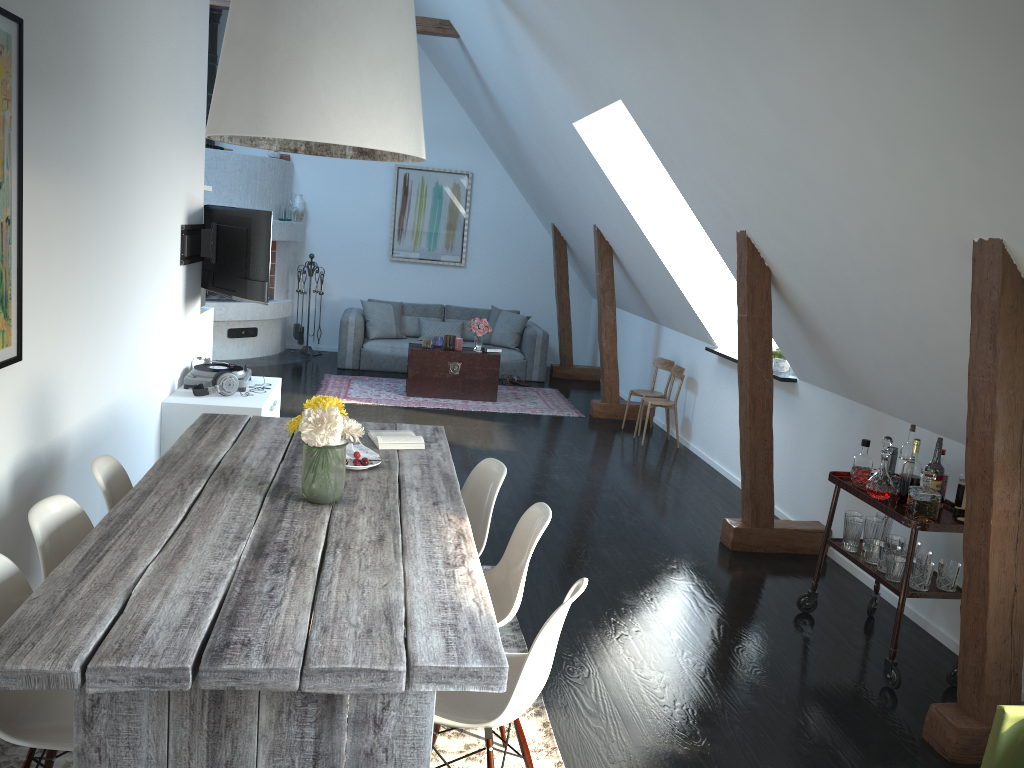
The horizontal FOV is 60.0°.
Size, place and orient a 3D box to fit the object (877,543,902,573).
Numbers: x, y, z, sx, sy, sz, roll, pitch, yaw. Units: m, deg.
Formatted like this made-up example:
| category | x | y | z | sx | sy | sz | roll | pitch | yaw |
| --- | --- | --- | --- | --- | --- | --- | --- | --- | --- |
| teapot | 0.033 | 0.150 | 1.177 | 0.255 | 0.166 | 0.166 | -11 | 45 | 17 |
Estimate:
| category | x | y | z | sx | sy | sz | roll | pitch | yaw |
| --- | --- | --- | --- | --- | --- | --- | --- | --- | --- |
| object | 1.681 | 0.780 | 3.962 | 0.095 | 0.119 | 0.095 | 14 | 13 | 42 |

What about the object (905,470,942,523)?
| category | x | y | z | sx | sy | sz | roll | pitch | yaw |
| --- | --- | --- | --- | --- | --- | --- | --- | --- | --- |
| object | 1.718 | 0.470 | 3.693 | 0.101 | 0.211 | 0.101 | 6 | 10 | 6 |

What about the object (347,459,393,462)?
| category | x | y | z | sx | sy | sz | roll | pitch | yaw |
| --- | --- | --- | --- | --- | --- | --- | --- | --- | --- |
| object | -0.565 | 0.301 | 3.515 | 0.194 | 0.022 | 0.019 | 6 | 10 | 6 |

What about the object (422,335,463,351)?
| category | x | y | z | sx | sy | sz | roll | pitch | yaw |
| --- | --- | --- | --- | --- | --- | --- | --- | --- | --- |
| object | -0.705 | -0.438 | 9.109 | 0.413 | 0.138 | 0.215 | 6 | 10 | 3 |

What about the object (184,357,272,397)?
| category | x | y | z | sx | sy | sz | roll | pitch | yaw |
| --- | --- | --- | --- | --- | --- | --- | --- | --- | --- |
| object | -1.938 | -0.051 | 6.074 | 0.558 | 0.162 | 0.742 | 3 | 10 | -11 |

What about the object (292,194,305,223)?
| category | x | y | z | sx | sy | sz | roll | pitch | yaw |
| --- | --- | --- | --- | --- | --- | --- | --- | --- | --- |
| object | -2.621 | -2.142 | 10.874 | 0.165 | 0.368 | 0.165 | -2 | 12 | -36 |

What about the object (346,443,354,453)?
| category | x | y | z | sx | sy | sz | roll | pitch | yaw |
| --- | --- | --- | --- | --- | --- | --- | --- | --- | --- |
| object | -0.749 | 0.269 | 3.679 | 0.182 | 0.016 | 0.179 | 3 | 10 | -14 |

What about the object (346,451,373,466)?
| category | x | y | z | sx | sy | sz | roll | pitch | yaw |
| --- | --- | --- | --- | --- | --- | --- | --- | --- | --- |
| object | -0.630 | 0.298 | 3.489 | 0.132 | 0.034 | 0.144 | -2 | 12 | -36 |

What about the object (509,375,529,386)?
| category | x | y | z | sx | sy | sz | roll | pitch | yaw |
| --- | --- | --- | --- | --- | --- | --- | --- | --- | --- |
| object | 0.090 | -0.044 | 10.244 | 0.277 | 0.090 | 0.101 | 13 | 12 | 37 |

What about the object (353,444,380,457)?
| category | x | y | z | sx | sy | sz | roll | pitch | yaw |
| --- | --- | --- | --- | --- | --- | --- | --- | --- | --- |
| object | -0.664 | 0.278 | 3.676 | 0.182 | 0.014 | 0.185 | -2 | 12 | -34 |

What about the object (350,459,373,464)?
| category | x | y | z | sx | sy | sz | roll | pitch | yaw |
| --- | --- | --- | --- | --- | --- | --- | --- | --- | --- |
| object | -0.603 | 0.306 | 3.506 | 0.110 | 0.011 | 0.058 | 4 | 10 | -5 |

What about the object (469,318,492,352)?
| category | x | y | z | sx | sy | sz | roll | pitch | yaw |
| --- | --- | --- | --- | --- | --- | --- | --- | --- | --- |
| object | -0.341 | -0.515 | 9.113 | 0.235 | 0.351 | 0.234 | 14 | 13 | 40 |

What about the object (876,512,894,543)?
| category | x | y | z | sx | sy | sz | roll | pitch | yaw |
| --- | --- | --- | --- | --- | --- | --- | --- | --- | --- |
| object | 1.807 | 0.711 | 4.321 | 0.087 | 0.155 | 0.087 | -2 | 12 | -36 |

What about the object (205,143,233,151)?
| category | x | y | z | sx | sy | sz | roll | pitch | yaw |
| --- | --- | --- | --- | --- | --- | --- | --- | --- | --- |
| object | -3.429 | -2.617 | 9.639 | 0.783 | 0.094 | 0.311 | 1 | 11 | -23 |

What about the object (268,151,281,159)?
| category | x | y | z | sx | sy | sz | roll | pitch | yaw |
| --- | --- | --- | --- | --- | --- | --- | --- | --- | --- |
| object | -2.816 | -2.781 | 10.510 | 0.066 | 0.221 | 0.231 | 9 | 11 | 21 |

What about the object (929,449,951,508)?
| category | x | y | z | sx | sy | sz | roll | pitch | yaw |
| --- | --- | --- | --- | --- | --- | --- | --- | --- | --- |
| object | 1.905 | 0.418 | 3.970 | 0.067 | 0.257 | 0.099 | 5 | 10 | -4 |

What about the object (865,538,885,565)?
| category | x | y | z | sx | sy | sz | roll | pitch | yaw |
| --- | --- | --- | --- | --- | --- | --- | --- | --- | --- |
| object | 1.659 | 0.770 | 4.067 | 0.092 | 0.099 | 0.092 | -1 | 12 | -31 |

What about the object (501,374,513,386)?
| category | x | y | z | sx | sy | sz | roll | pitch | yaw |
| --- | --- | --- | --- | --- | --- | --- | --- | --- | --- |
| object | -0.061 | -0.048 | 10.187 | 0.101 | 0.090 | 0.277 | 2 | 11 | -20 |

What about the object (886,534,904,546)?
| category | x | y | z | sx | sy | sz | roll | pitch | yaw |
| --- | --- | --- | --- | --- | --- | --- | --- | --- | --- |
| object | 1.793 | 0.767 | 4.158 | 0.092 | 0.099 | 0.092 | -1 | 12 | -31 |

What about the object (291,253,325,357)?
| category | x | y | z | sx | sy | sz | roll | pitch | yaw |
| --- | --- | --- | --- | --- | --- | --- | --- | --- | --- |
| object | -2.495 | -0.981 | 10.917 | 0.376 | 1.245 | 0.376 | 0 | 11 | -28 |

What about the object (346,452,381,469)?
| category | x | y | z | sx | sy | sz | roll | pitch | yaw |
| --- | --- | --- | --- | --- | --- | --- | --- | --- | --- |
| object | -0.620 | 0.309 | 3.503 | 0.205 | 0.024 | 0.205 | 2 | 10 | -17 |

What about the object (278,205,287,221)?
| category | x | y | z | sx | sy | sz | roll | pitch | yaw |
| --- | --- | --- | --- | --- | --- | --- | --- | --- | --- |
| object | -2.687 | -2.003 | 10.396 | 0.092 | 0.180 | 0.092 | 9 | 10 | 19 |

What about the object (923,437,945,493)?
| category | x | y | z | sx | sy | sz | roll | pitch | yaw |
| --- | --- | --- | --- | --- | --- | --- | --- | --- | --- |
| object | 1.833 | 0.394 | 3.853 | 0.080 | 0.329 | 0.080 | 2 | 10 | -18 |

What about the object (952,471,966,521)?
| category | x | y | z | sx | sy | sz | roll | pitch | yaw |
| --- | --- | --- | --- | --- | --- | --- | --- | --- | --- |
| object | 1.948 | 0.429 | 3.782 | 0.081 | 0.308 | 0.081 | 2 | 10 | -17 |

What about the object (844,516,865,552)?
| category | x | y | z | sx | sy | sz | roll | pitch | yaw |
| --- | --- | --- | --- | --- | --- | --- | --- | --- | --- |
| object | 1.617 | 0.714 | 4.205 | 0.087 | 0.155 | 0.087 | -2 | 12 | -36 |

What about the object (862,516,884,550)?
| category | x | y | z | sx | sy | sz | roll | pitch | yaw |
| --- | --- | --- | --- | --- | --- | --- | --- | --- | --- |
| object | 1.717 | 0.718 | 4.233 | 0.087 | 0.155 | 0.087 | -2 | 12 | -36 |

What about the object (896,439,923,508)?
| category | x | y | z | sx | sy | sz | roll | pitch | yaw |
| --- | --- | --- | --- | --- | --- | --- | --- | --- | --- |
| object | 1.760 | 0.391 | 3.905 | 0.081 | 0.307 | 0.081 | 5 | 10 | -3 |

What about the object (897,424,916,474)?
| category | x | y | z | sx | sy | sz | roll | pitch | yaw |
| --- | --- | --- | --- | --- | --- | --- | --- | --- | --- |
| object | 1.856 | 0.347 | 4.159 | 0.073 | 0.320 | 0.073 | 2 | 10 | -18 |

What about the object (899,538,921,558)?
| category | x | y | z | sx | sy | sz | roll | pitch | yaw |
| --- | --- | --- | --- | --- | --- | --- | --- | --- | --- |
| object | 1.810 | 0.776 | 4.052 | 0.095 | 0.119 | 0.095 | 14 | 13 | 42 |

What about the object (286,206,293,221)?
| category | x | y | z | sx | sy | sz | roll | pitch | yaw |
| --- | --- | --- | --- | --- | --- | --- | --- | --- | --- |
| object | -2.663 | -2.029 | 10.554 | 0.092 | 0.180 | 0.092 | 8 | 10 | 14 |

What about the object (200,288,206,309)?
| category | x | y | z | sx | sy | sz | roll | pitch | yaw |
| --- | --- | --- | --- | --- | --- | --- | --- | --- | --- |
| object | -2.584 | -0.669 | 6.698 | 0.435 | 0.211 | 0.496 | 4 | 10 | -9 |

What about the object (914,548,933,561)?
| category | x | y | z | sx | sy | sz | roll | pitch | yaw |
| --- | --- | --- | --- | --- | --- | --- | --- | --- | --- |
| object | 1.805 | 0.797 | 3.932 | 0.095 | 0.119 | 0.095 | 14 | 13 | 42 |

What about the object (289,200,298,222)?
| category | x | y | z | sx | sy | sz | roll | pitch | yaw |
| --- | --- | --- | --- | --- | --- | --- | --- | --- | --- |
| object | -2.638 | -2.089 | 10.695 | 0.081 | 0.258 | 0.150 | 10 | 11 | 24 |

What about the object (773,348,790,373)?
| category | x | y | z | sx | sy | sz | roll | pitch | yaw |
| --- | --- | --- | --- | --- | --- | --- | --- | --- | --- |
| object | 1.835 | -0.321 | 6.134 | 0.309 | 0.461 | 0.131 | 7 | 10 | 9 |

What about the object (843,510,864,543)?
| category | x | y | z | sx | sy | sz | roll | pitch | yaw |
| --- | --- | --- | --- | --- | --- | --- | --- | --- | --- |
| object | 1.647 | 0.700 | 4.299 | 0.087 | 0.155 | 0.087 | -2 | 12 | -36 |

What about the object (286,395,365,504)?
| category | x | y | z | sx | sy | sz | roll | pitch | yaw |
| --- | --- | --- | --- | --- | --- | --- | --- | --- | --- |
| object | -0.639 | 0.218 | 3.005 | 0.233 | 0.365 | 0.293 | -2 | 13 | -37 |
